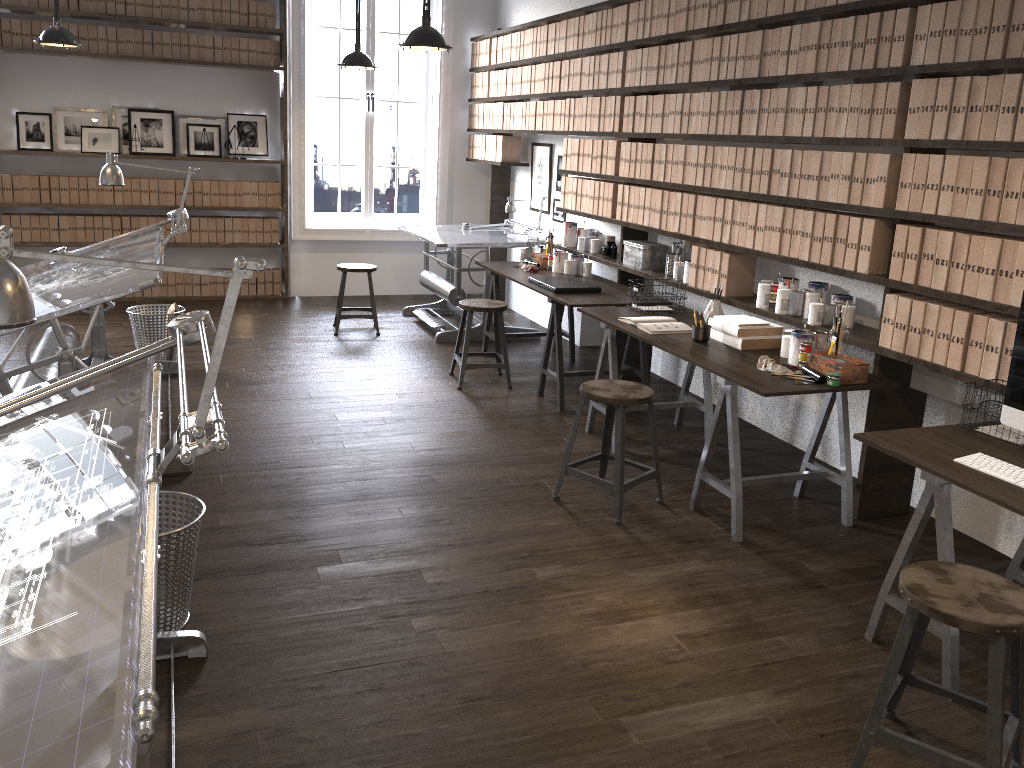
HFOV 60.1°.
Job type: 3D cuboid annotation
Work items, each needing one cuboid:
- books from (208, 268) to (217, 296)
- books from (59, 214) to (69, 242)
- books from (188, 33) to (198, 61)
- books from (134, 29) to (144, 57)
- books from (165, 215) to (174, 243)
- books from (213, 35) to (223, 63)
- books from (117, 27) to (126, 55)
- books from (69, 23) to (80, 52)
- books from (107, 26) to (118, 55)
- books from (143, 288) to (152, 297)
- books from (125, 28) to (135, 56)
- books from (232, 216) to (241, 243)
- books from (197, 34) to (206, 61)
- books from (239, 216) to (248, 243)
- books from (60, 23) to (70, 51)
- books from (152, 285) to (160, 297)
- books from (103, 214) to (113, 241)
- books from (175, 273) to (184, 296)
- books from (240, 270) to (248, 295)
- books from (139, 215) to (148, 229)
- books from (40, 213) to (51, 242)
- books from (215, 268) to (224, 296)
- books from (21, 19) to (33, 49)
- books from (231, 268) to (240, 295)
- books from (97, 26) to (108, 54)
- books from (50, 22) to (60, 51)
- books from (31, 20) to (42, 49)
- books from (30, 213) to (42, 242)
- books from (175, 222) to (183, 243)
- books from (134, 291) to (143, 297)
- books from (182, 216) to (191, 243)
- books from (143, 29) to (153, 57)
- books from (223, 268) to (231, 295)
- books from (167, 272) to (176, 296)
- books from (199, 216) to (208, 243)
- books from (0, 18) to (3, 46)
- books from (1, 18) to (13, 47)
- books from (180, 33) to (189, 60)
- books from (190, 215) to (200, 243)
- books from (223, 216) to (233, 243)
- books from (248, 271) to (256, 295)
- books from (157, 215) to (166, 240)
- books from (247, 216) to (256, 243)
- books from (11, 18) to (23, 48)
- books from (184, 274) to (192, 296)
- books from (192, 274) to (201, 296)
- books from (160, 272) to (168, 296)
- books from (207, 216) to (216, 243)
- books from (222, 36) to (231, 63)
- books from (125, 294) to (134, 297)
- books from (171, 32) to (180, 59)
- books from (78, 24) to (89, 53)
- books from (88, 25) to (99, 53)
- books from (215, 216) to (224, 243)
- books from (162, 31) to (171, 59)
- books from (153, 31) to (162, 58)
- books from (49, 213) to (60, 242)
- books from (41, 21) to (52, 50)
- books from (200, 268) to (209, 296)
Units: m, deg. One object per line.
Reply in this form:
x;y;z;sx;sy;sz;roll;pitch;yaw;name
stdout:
-2.739;-0.930;8.084;0.067;0.223;0.176;-2;15;-21;books
-3.816;-1.333;7.557;0.067;0.223;0.176;-2;15;-21;books
-2.737;-2.881;7.597;0.067;0.223;0.176;-2;15;-21;books
-3.140;-2.860;7.450;0.067;0.223;0.176;-2;15;-21;books
-3.036;-1.377;7.857;0.067;0.223;0.176;-2;15;-21;books
-2.549;-2.892;7.670;0.067;0.223;0.176;-2;15;-21;books
-3.258;-2.852;7.398;0.067;0.223;0.176;-2;15;-21;books
-3.590;-2.834;7.273;0.067;0.223;0.176;-2;15;-21;books
-3.325;-2.848;7.372;0.067;0.223;0.176;-2;15;-21;books
-3.249;-0.901;7.886;0.067;0.223;0.176;-2;15;-21;books
-3.200;-2.856;7.424;0.067;0.223;0.176;-2;15;-21;books
-2.507;-1.406;8.056;0.067;0.223;0.176;-2;15;-21;books
-2.676;-2.886;7.625;0.067;0.223;0.176;-2;15;-21;books
-2.449;-1.409;8.080;0.067;0.223;0.176;-2;15;-21;books
-3.658;-2.830;7.249;0.067;0.223;0.176;-2;15;-21;books
-3.182;-0.905;7.913;0.067;0.223;0.176;-2;15;-21;books
-3.499;-1.350;7.676;0.067;0.223;0.176;-2;15;-21;books
-2.997;-0.917;7.988;0.067;0.223;0.176;-2;15;-21;books
-2.480;-0.944;8.180;0.067;0.223;0.176;-2;15;-21;books
-3.232;-1.364;7.776;0.067;0.223;0.176;-2;15;-21;books
-3.950;-1.326;7.508;0.067;0.223;0.176;-2;15;-21;books
-2.675;-0.933;8.104;0.067;0.223;0.176;-2;15;-21;books
-3.909;-2.817;7.156;0.067;0.223;0.176;-2;15;-21;books
-2.548;-0.941;8.158;0.067;0.223;0.176;-2;15;-21;books
-3.394;-2.845;7.349;0.067;0.223;0.176;-2;15;-21;books
-3.717;-2.828;7.228;0.067;0.223;0.176;-2;15;-21;books
-3.843;-2.821;7.181;0.067;0.223;0.176;-2;15;-21;books
-4.016;-1.323;7.484;0.067;0.223;0.176;-2;15;-21;books
-2.966;-1.380;7.882;0.067;0.223;0.176;-2;15;-21;books
-3.319;-0.898;7.861;0.067;0.223;0.176;-2;15;-21;books
-2.905;-1.382;7.901;0.067;0.223;0.176;-2;15;-21;books
-3.069;-2.863;7.471;0.067;0.223;0.176;-2;15;-21;books
-2.614;-0.938;8.133;0.067;0.223;0.176;-2;15;-21;books
-3.060;-0.911;7.957;0.067;0.223;0.176;-2;15;-21;books
-2.771;-1.391;7.956;0.067;0.223;0.176;-2;15;-21;books
-4.110;-2.805;7.074;0.067;0.223;0.176;-2;15;-21;books
-4.042;-2.810;7.106;0.067;0.223;0.176;-2;15;-21;books
-2.802;-2.879;7.578;0.067;0.223;0.176;-2;15;-21;books
-2.837;-1.386;7.927;0.067;0.223;0.176;-2;15;-21;books
-2.574;-1.401;8.029;0.067;0.223;0.176;-2;15;-21;books
-2.416;-0.949;8.209;0.067;0.223;0.176;-2;15;-21;books
-3.101;-1.374;7.833;0.067;0.223;0.176;-2;15;-21;books
-2.385;-1.411;8.100;0.067;0.223;0.176;-2;15;-21;books
-3.974;-2.812;7.127;0.067;0.223;0.176;-2;15;-21;books
-2.931;-0.920;8.011;0.067;0.223;0.176;-2;15;-21;books
-2.864;-0.922;8.033;0.067;0.223;0.176;-2;15;-21;books
-3.124;-0.909;7.937;0.067;0.223;0.176;-2;15;-21;books
-2.707;-1.396;7.984;0.067;0.223;0.176;-2;15;-21;books
-2.484;-2.896;7.698;0.067;0.223;0.176;-2;15;-21;books
-3.386;-0.893;7.832;0.067;0.223;0.176;-2;15;-21;books
-2.868;-2.875;7.553;0.067;0.223;0.176;-2;15;-21;books
-3.525;-2.838;7.301;0.067;0.223;0.176;-2;15;-21;books
-3.461;-2.842;7.328;0.067;0.223;0.176;-2;15;-21;books
-2.641;-1.399;8.007;0.067;0.223;0.176;-2;15;-21;books
-2.933;-2.870;7.524;0.067;0.223;0.176;-2;15;-21;books
-3.001;-2.868;7.503;0.067;0.223;0.176;-2;15;-21;books
-3.883;-1.328;7.529;0.067;0.223;0.176;-2;15;-21;books
-3.778;-2.823;7.200;0.067;0.223;0.176;-2;15;-21;books
-2.797;-0.927;8.060;0.067;0.223;0.176;-2;15;-21;books
